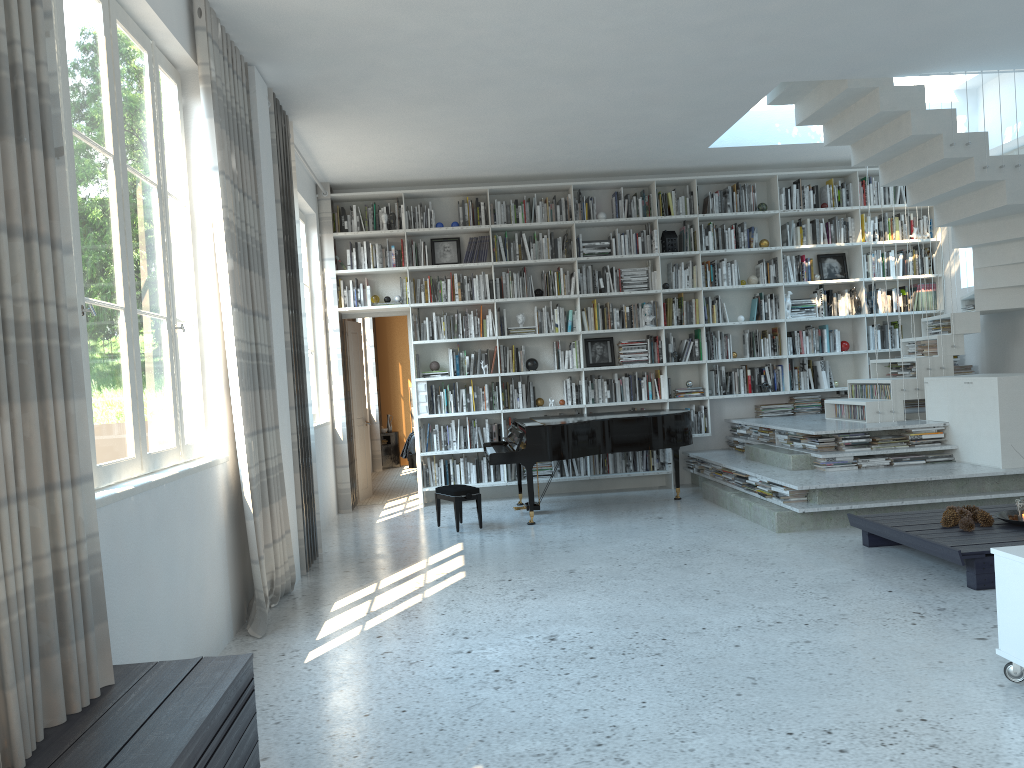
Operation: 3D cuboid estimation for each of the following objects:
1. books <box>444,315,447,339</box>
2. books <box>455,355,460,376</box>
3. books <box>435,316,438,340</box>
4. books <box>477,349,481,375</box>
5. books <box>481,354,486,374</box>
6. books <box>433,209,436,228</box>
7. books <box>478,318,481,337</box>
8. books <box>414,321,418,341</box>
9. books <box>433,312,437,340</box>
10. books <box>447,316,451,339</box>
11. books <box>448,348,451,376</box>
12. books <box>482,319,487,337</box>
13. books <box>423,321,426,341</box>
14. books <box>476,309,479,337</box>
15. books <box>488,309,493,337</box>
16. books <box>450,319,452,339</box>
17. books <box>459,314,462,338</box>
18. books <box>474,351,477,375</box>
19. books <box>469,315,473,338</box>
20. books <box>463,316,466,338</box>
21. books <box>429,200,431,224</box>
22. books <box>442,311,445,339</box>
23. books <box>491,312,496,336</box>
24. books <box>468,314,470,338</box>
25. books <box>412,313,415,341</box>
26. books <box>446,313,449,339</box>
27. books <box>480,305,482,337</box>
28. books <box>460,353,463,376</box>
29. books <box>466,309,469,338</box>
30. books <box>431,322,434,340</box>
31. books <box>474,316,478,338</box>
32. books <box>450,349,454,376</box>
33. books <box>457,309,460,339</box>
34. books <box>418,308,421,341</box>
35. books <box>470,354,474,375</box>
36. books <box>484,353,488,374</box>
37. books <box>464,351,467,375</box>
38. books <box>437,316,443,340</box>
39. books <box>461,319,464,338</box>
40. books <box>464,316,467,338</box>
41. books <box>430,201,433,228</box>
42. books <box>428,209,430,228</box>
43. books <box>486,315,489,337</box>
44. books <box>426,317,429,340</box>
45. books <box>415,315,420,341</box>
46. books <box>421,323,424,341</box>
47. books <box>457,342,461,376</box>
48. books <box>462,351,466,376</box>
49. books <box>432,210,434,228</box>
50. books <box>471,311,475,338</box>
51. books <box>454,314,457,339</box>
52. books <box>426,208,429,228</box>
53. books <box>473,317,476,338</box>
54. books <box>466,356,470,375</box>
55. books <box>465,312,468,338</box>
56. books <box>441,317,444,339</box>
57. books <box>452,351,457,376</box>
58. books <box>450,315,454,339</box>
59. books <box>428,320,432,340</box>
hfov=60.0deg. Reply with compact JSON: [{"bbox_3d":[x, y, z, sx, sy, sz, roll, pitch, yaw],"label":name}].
[{"bbox_3d":[-0.670,-0.565,8.951,0.021,0.247,0.189,-4,1,-4],"label":"books"},{"bbox_3d":[-0.550,-0.185,8.953,0.029,0.208,0.189,-4,1,-4],"label":"books"},{"bbox_3d":[-0.760,-0.559,8.950,0.011,0.246,0.176,-4,1,-4],"label":"books"},{"bbox_3d":[-0.337,-0.222,8.988,0.060,0.255,0.158,-4,1,-4],"label":"books"},{"bbox_3d":[-0.290,-0.201,8.985,0.030,0.207,0.172,-4,1,-4],"label":"books"},{"bbox_3d":[-0.782,-1.644,8.951,0.013,0.210,0.136,-4,1,-4],"label":"books"},{"bbox_3d":[-0.334,-0.564,8.987,0.013,0.203,0.161,-4,1,-4],"label":"books"},{"bbox_3d":[-0.970,-0.527,8.943,0.026,0.209,0.155,-4,1,-4],"label":"books"},{"bbox_3d":[-0.779,-0.575,8.957,0.023,0.281,0.174,-4,1,-4],"label":"books"},{"bbox_3d":[-0.636,-0.562,8.954,0.024,0.237,0.167,-4,1,-4],"label":"books"},{"bbox_3d":[-0.630,-0.218,8.970,0.012,0.285,0.159,-4,1,-4],"label":"books"},{"bbox_3d":[-0.277,-0.558,8.995,0.030,0.183,0.151,-4,1,-4],"label":"books"},{"bbox_3d":[-0.880,-0.532,8.955,0.042,0.209,0.143,-4,1,-4],"label":"books"},{"bbox_3d":[-0.352,-0.608,9.000,0.015,0.293,0.143,-4,1,-4],"label":"books"},{"bbox_3d":[-0.222,-0.613,9.003,0.027,0.286,0.148,-4,1,-4],"label":"books"},{"bbox_3d":[-0.620,-0.547,8.982,0.010,0.204,0.139,-4,1,-4],"label":"books"},{"bbox_3d":[-0.523,-0.579,8.981,0.021,0.256,0.156,-4,1,-4],"label":"books"},{"bbox_3d":[-0.374,-0.213,9.000,0.013,0.242,0.141,-4,1,-4],"label":"books"},{"bbox_3d":[-0.419,-0.579,9.001,0.028,0.242,0.131,-4,1,-4],"label":"books"},{"bbox_3d":[-0.483,-0.568,8.970,0.013,0.229,0.177,-4,1,-4],"label":"books"},{"bbox_3d":[-0.823,-1.687,8.943,0.007,0.301,0.145,-4,1,-4],"label":"books"},{"bbox_3d":[-0.687,-0.587,8.957,0.011,0.293,0.183,-4,1,-4],"label":"books"},{"bbox_3d":[-0.189,-0.601,9.006,0.036,0.257,0.123,-4,1,-4],"label":"books"},{"bbox_3d":[-0.438,-0.582,8.990,0.011,0.252,0.139,-4,1,-4],"label":"books"},{"bbox_3d":[-0.992,-0.564,8.950,0.012,0.285,0.159,-4,1,-4],"label":"books"},{"bbox_3d":[-0.655,-0.578,8.969,0.011,0.271,0.157,-4,1,-4],"label":"books"},{"bbox_3d":[-0.314,-0.627,8.988,0.035,0.326,0.170,-4,1,-4],"label":"books"},{"bbox_3d":[-0.514,-0.199,8.995,0.030,0.231,0.148,-4,1,-4],"label":"books"},{"bbox_3d":[-0.451,-0.608,8.994,0.011,0.304,0.129,-4,1,-4],"label":"books"},{"bbox_3d":[-0.800,-0.527,8.978,0.021,0.187,0.129,-4,1,-4],"label":"books"},{"bbox_3d":[-0.367,-0.571,8.995,0.021,0.221,0.148,-4,1,-4],"label":"books"},{"bbox_3d":[-0.612,-0.213,8.970,0.024,0.273,0.150,-4,1,-4],"label":"books"},{"bbox_3d":[-0.540,-0.600,8.969,0.013,0.300,0.151,-4,1,-4],"label":"books"},{"bbox_3d":[-0.931,-0.592,8.925,0.012,0.334,0.184,-4,1,-4],"label":"books"},{"bbox_3d":[-0.407,-0.197,8.999,0.056,0.214,0.142,-4,1,-4],"label":"books"},{"bbox_3d":[-0.262,-0.204,8.997,0.027,0.209,0.143,-4,1,-4],"label":"books"},{"bbox_3d":[-0.470,-0.211,8.973,0.011,0.250,0.172,-4,1,-4],"label":"books"},{"bbox_3d":[-0.732,-0.559,8.976,0.049,0.243,0.139,-4,1,-4],"label":"books"},{"bbox_3d":[-0.500,-0.555,8.983,0.021,0.205,0.130,-4,1,-4],"label":"books"},{"bbox_3d":[-0.471,-0.568,8.982,0.013,0.228,0.151,-4,1,-4],"label":"books"},{"bbox_3d":[-0.813,-1.684,8.956,0.015,0.293,0.130,-4,1,-4],"label":"books"},{"bbox_3d":[-0.833,-1.642,8.923,0.021,0.214,0.173,-4,1,-4],"label":"books"},{"bbox_3d":[-0.248,-0.580,8.997,0.031,0.223,0.144,-4,1,-4],"label":"books"},{"bbox_3d":[-0.848,-0.548,8.940,0.022,0.235,0.177,-4,1,-4],"label":"books"},{"bbox_3d":[-0.948,-0.557,8.928,0.027,0.266,0.176,-4,1,-4],"label":"books"},{"bbox_3d":[-0.902,-0.518,8.935,0.037,0.182,0.189,-4,1,-4],"label":"books"},{"bbox_3d":[-0.537,-0.250,8.987,0.011,0.336,0.153,-4,1,-4],"label":"books"},{"bbox_3d":[-0.487,-0.209,8.990,0.022,0.249,0.129,-4,1,-4],"label":"books"},{"bbox_3d":[-0.795,-1.639,8.941,0.014,0.202,0.170,-4,1,-4],"label":"books"},{"bbox_3d":[-0.397,-0.596,8.974,0.015,0.275,0.157,-4,1,-4],"label":"books"},{"bbox_3d":[-0.570,-0.576,8.985,0.048,0.256,0.141,-4,1,-4],"label":"books"},{"bbox_3d":[-0.850,-1.644,8.929,0.013,0.220,0.181,-4,1,-4],"label":"books"},{"bbox_3d":[-0.383,-0.568,8.989,0.012,0.217,0.160,-4,1,-4],"label":"books"},{"bbox_3d":[-0.447,-0.182,8.963,0.029,0.190,0.189,-4,1,-4],"label":"books"},{"bbox_3d":[-0.460,-0.591,8.978,0.012,0.272,0.145,-4,1,-4],"label":"books"},{"bbox_3d":[-0.698,-0.555,8.959,0.014,0.230,0.148,-4,1,-4],"label":"books"},{"bbox_3d":[-0.584,-0.206,8.980,0.031,0.255,0.143,-4,1,-4],"label":"books"},{"bbox_3d":[-0.603,-0.567,8.965,0.023,0.242,0.184,-4,1,-4],"label":"books"},{"bbox_3d":[-0.821,-0.533,8.932,0.028,0.204,0.188,-4,1,-4],"label":"books"}]
